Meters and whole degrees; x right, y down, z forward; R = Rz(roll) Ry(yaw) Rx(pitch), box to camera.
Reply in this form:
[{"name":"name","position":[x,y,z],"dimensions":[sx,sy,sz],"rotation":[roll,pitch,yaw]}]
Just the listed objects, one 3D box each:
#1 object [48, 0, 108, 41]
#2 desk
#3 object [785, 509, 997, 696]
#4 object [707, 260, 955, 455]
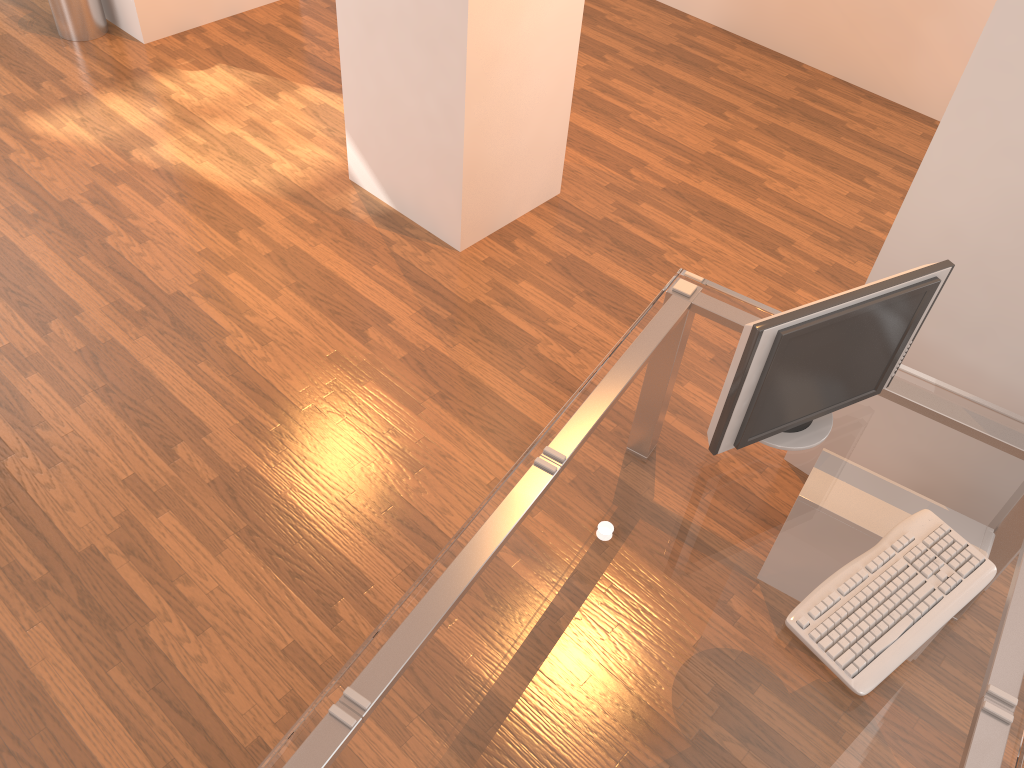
[{"name":"object","position":[-2.259,-2.031,4.545],"dimensions":[0.248,0.450,0.248],"rotation":[0,47,-5]},{"name":"desk","position":[0.292,0.824,1.875],"dimensions":[1.092,0.750,2.239],"rotation":[27,50,19]},{"name":"object","position":[0.763,0.416,1.767],"dimensions":[0.467,0.031,0.200],"rotation":[-27,54,-27]},{"name":"object","position":[0.661,-0.081,1.962],"dimensions":[0.516,0.418,0.245],"rotation":[-10,48,-15]}]
